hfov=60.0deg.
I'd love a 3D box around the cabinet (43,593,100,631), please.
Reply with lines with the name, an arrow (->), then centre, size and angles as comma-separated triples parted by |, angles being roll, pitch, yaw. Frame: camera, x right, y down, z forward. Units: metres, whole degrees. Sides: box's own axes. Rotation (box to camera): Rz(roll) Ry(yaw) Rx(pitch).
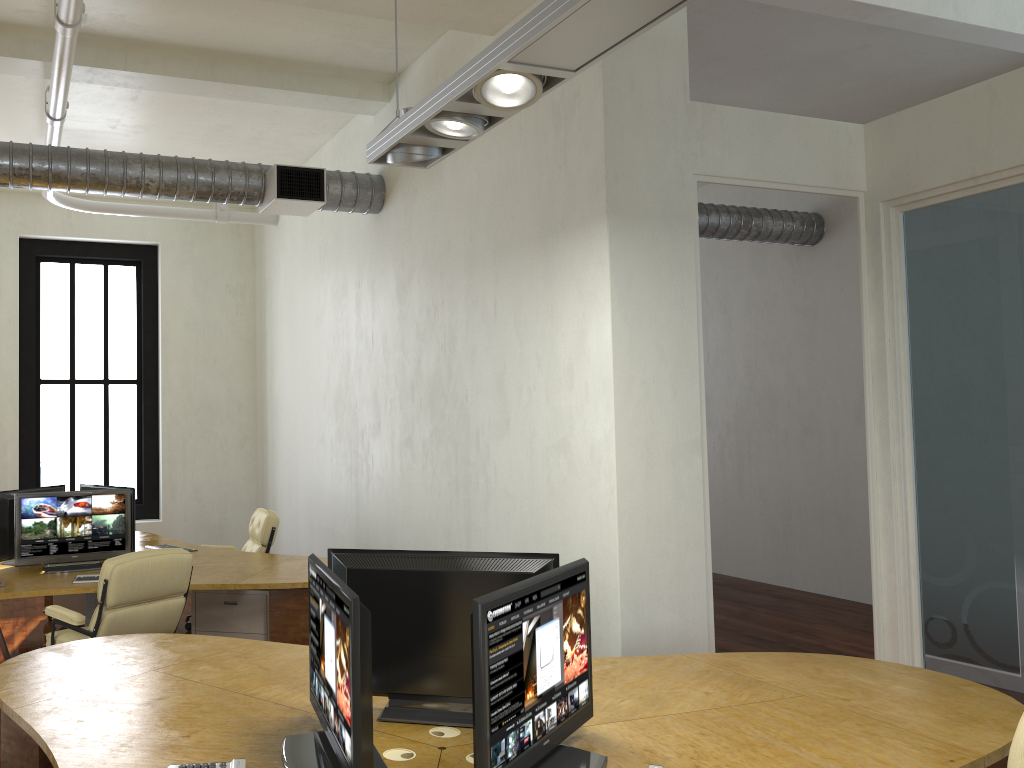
cabinet -> -3.778, 1.790, 8.002 | 0.835, 0.709, 0.942 | 0, -3, -21

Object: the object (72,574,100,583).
object -> -2.662, 1.285, 5.891 | 0.458, 0.016, 0.238 | 0, -3, -12

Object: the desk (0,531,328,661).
desk -> -3.331, 1.719, 6.990 | 3.677, 0.734, 3.703 | 0, -3, -20

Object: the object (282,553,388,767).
object -> -0.544, 0.840, 2.654 | 0.277, 0.552, 0.847 | 0, -3, -19

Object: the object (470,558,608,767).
object -> 0.085, 0.825, 2.522 | 0.317, 0.552, 0.737 | -3, -3, 27

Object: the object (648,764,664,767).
object -> 0.466, 1.076, 2.260 | 0.241, 0.016, 0.451 | -1, -3, 12

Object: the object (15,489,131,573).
object -> -3.129, 1.043, 6.342 | 0.744, 0.552, 0.315 | 0, -3, -28

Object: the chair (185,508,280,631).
chair -> -2.414, 1.595, 7.614 | 0.736, 1.021, 0.759 | 0, -3, -21

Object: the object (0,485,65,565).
object -> -3.668, 1.070, 6.757 | 0.306, 0.552, 0.766 | -2, -3, 11

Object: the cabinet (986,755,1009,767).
cabinet -> 1.058, 1.501, 3.163 | 0.827, 0.709, 0.949 | 0, -3, -26

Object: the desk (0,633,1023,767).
desk -> -0.553, 1.498, 2.952 | 3.847, 0.734, 3.517 | -3, -3, 35

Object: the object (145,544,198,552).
object -> -2.801, 1.349, 7.283 | 0.523, 0.016, 0.207 | -3, -4, 44

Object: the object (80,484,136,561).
object -> -3.162, 1.070, 6.926 | 0.889, 0.552, 0.263 | -3, -3, 40

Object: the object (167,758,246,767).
object -> -0.828, 1.101, 2.368 | 0.222, 0.016, 0.491 | 0, -3, -14

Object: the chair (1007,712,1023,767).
chair -> 1.082, 1.292, 1.985 | 0.788, 1.021, 0.712 | -1, -3, 0

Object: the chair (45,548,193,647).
chair -> -2.387, 1.495, 5.371 | 0.856, 1.021, 0.649 | -3, -3, 34

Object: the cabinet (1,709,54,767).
cabinet -> -1.472, 1.561, 3.641 | 0.976, 0.709, 0.801 | -3, -3, 35

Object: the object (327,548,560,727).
object -> -0.244, 0.854, 3.070 | 0.846, 0.552, 0.277 | -2, -3, 13

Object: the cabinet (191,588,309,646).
cabinet -> -1.702, 1.679, 6.216 | 0.928, 0.709, 0.849 | -2, -3, 10
